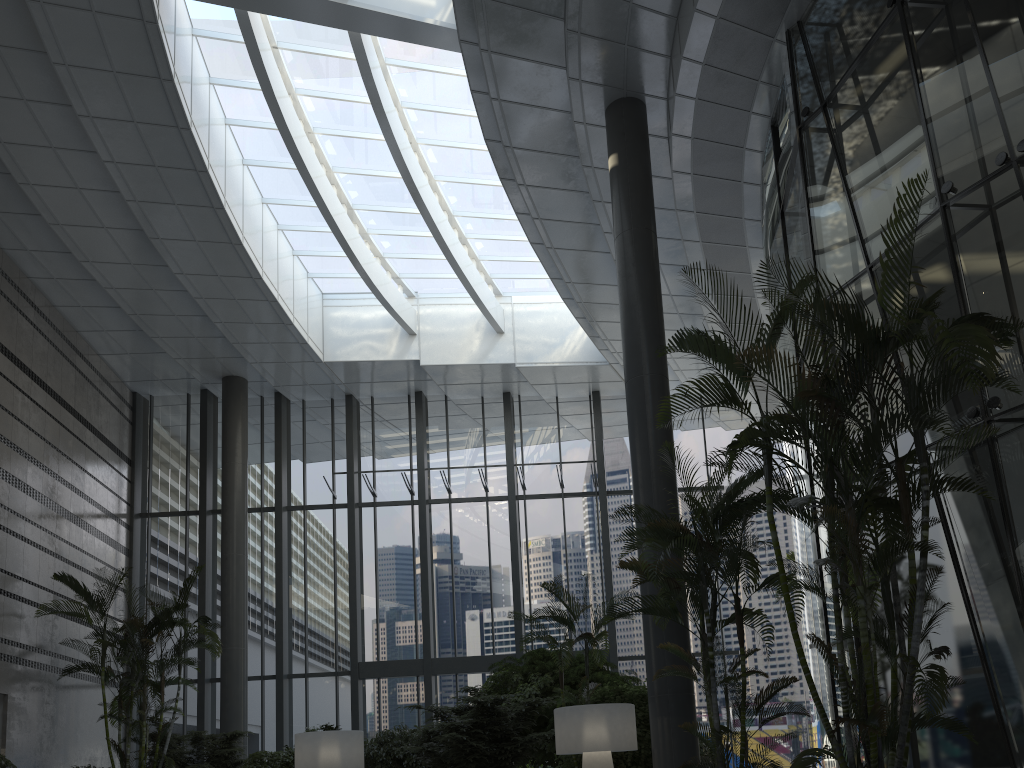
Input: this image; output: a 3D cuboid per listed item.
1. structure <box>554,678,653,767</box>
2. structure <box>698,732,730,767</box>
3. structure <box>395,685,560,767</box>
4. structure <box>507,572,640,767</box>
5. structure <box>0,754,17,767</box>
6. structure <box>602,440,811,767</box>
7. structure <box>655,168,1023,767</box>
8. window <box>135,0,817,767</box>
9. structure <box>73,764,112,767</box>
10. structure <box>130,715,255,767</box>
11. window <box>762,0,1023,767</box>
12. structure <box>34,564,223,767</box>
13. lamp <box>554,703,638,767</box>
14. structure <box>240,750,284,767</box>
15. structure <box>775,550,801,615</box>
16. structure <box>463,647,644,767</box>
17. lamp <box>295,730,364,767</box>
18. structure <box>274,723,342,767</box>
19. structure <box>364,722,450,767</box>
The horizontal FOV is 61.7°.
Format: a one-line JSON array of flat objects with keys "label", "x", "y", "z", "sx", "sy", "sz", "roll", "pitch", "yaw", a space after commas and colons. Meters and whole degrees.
[{"label": "structure", "x": 1.338, "y": 4.671, "z": 10.516, "sx": 1.586, "sy": 2.003, "sz": 1.664, "roll": -16, "pitch": -20, "yaw": 39}, {"label": "structure", "x": 2.129, "y": 5.202, "z": 11.216, "sx": 1.493, "sy": 1.514, "sz": 1.644, "roll": 8, "pitch": -21, "yaw": -32}, {"label": "structure", "x": -0.450, "y": 5.109, "z": 11.491, "sx": 2.257, "sy": 2.189, "sz": 2.481, "roll": 2, "pitch": -18, "yaw": -14}, {"label": "structure", "x": 0.784, "y": 3.803, "z": 10.008, "sx": 1.431, "sy": 3.263, "sz": 1.275, "roll": 1, "pitch": -12, "yaw": -16}, {"label": "structure", "x": -6.801, "y": 5.056, "z": 10.186, "sx": 1.639, "sy": 1.854, "sz": 2.163, "roll": -12, "pitch": -20, "yaw": 27}, {"label": "structure", "x": 1.722, "y": 2.398, "z": 7.317, "sx": 1.673, "sy": 3.514, "sz": 2.146, "roll": 1, "pitch": -14, "yaw": -17}, {"label": "structure", "x": 2.242, "y": 1.179, "z": 5.727, "sx": 2.483, "sy": 4.390, "sz": 2.646, "roll": 2, "pitch": -15, "yaw": -20}, {"label": "window", "x": -2.383, "y": 0.354, "z": 9.326, "sx": 13.568, "sy": 9.393, "sz": 20.071, "roll": -7, "pitch": -22, "yaw": 11}, {"label": "structure", "x": -6.507, "y": 6.630, "z": 13.209, "sx": 1.145, "sy": 1.454, "sz": 1.479, "roll": -15, "pitch": -21, "yaw": 38}, {"label": "structure", "x": -5.131, "y": 6.469, "z": 13.869, "sx": 1.893, "sy": 2.159, "sz": 1.962, "roll": 2, "pitch": -17, "yaw": -17}, {"label": "window", "x": 4.980, "y": 1.552, "z": 10.617, "sx": 4.231, "sy": 7.458, "sz": 16.532, "roll": -3, "pitch": -22, "yaw": -1}, {"label": "structure", "x": -5.673, "y": 4.915, "z": 12.985, "sx": 2.527, "sy": 4.390, "sz": 2.596, "roll": -4, "pitch": -14, "yaw": 4}, {"label": "lamp", "x": 0.890, "y": 4.128, "z": 8.755, "sx": 0.875, "sy": 1.575, "sz": 0.854, "roll": 8, "pitch": -17, "yaw": -40}, {"label": "structure", "x": -3.741, "y": 6.437, "z": 13.207, "sx": 1.493, "sy": 1.514, "sz": 1.644, "roll": 8, "pitch": -21, "yaw": -32}, {"label": "structure", "x": 5.484, "y": 4.371, "z": 13.182, "sx": 2.483, "sy": 4.390, "sz": 2.646, "roll": 2, "pitch": -15, "yaw": -20}, {"label": "structure", "x": 0.586, "y": 5.490, "z": 13.170, "sx": 3.763, "sy": 2.782, "sz": 3.412, "roll": -7, "pitch": -19, "yaw": 10}, {"label": "lamp", "x": -2.252, "y": 5.153, "z": 10.623, "sx": 0.835, "sy": 1.575, "sz": 0.894, "roll": -7, "pitch": -14, "yaw": 15}, {"label": "structure", "x": -2.938, "y": 6.030, "z": 12.800, "sx": 1.246, "sy": 1.852, "sz": 1.468, "roll": -9, "pitch": -16, "yaw": 23}, {"label": "structure", "x": -1.585, "y": 6.049, "z": 12.934, "sx": 2.026, "sy": 1.780, "sz": 1.748, "roll": -13, "pitch": -20, "yaw": 28}]
